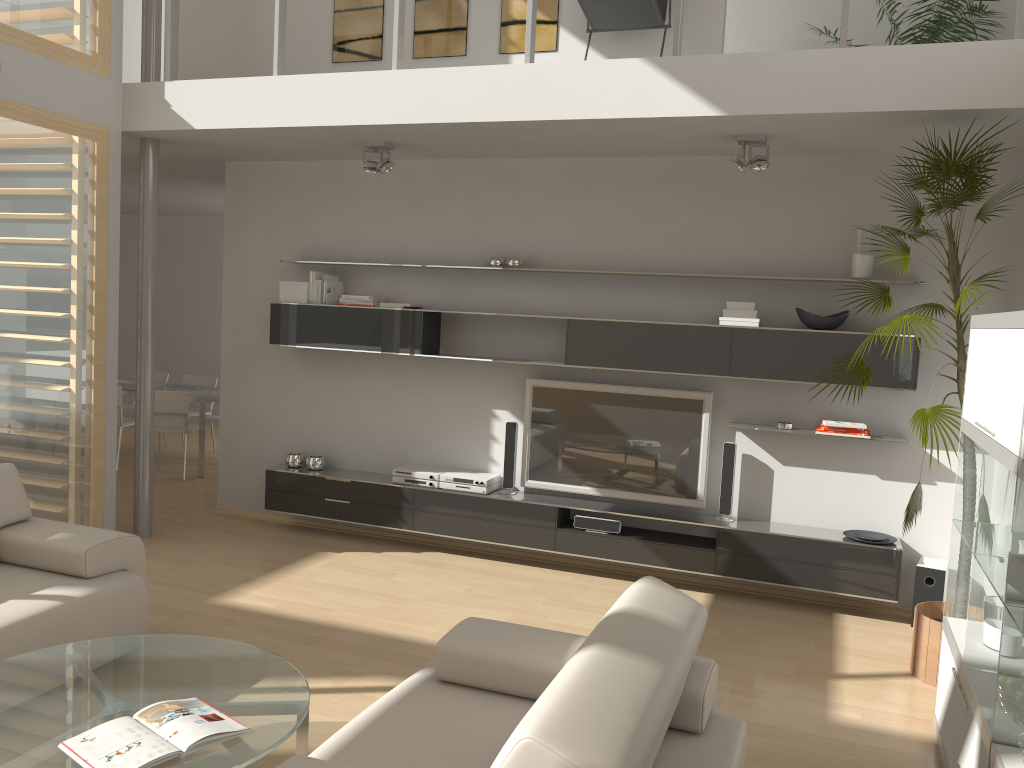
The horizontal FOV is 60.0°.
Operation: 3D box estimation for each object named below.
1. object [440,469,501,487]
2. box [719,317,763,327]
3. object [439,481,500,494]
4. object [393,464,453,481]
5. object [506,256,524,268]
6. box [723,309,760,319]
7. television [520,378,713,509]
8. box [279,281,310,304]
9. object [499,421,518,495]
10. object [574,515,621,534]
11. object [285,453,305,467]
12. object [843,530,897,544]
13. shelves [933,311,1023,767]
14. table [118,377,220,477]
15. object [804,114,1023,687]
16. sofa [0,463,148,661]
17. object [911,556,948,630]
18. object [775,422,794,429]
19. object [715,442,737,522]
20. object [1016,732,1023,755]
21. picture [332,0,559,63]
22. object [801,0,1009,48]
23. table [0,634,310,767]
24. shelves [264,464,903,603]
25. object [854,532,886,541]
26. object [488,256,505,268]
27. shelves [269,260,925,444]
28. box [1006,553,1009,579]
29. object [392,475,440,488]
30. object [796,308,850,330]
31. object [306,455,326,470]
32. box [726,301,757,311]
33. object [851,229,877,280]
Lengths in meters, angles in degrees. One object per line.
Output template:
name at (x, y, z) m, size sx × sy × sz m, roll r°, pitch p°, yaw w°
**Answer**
object at (-0.287, 0.642, 6.028) m, size 0.349 × 0.049 × 0.262 m, roll 5°, pitch 5°, yaw 20°
box at (1.385, -0.375, 5.364) m, size 0.232 × 0.047 × 0.232 m, roll 5°, pitch 5°, yaw 20°
object at (-0.288, 0.690, 6.038) m, size 0.349 × 0.049 × 0.250 m, roll 5°, pitch 5°, yaw 20°
object at (-0.621, 0.615, 6.148) m, size 0.349 × 0.049 × 0.262 m, roll 5°, pitch 5°, yaw 20°
object at (0.020, -0.803, 5.864) m, size 0.115 × 0.081 × 0.115 m, roll 3°, pitch 5°, yaw 0°
box at (1.386, -0.422, 5.362) m, size 0.200 × 0.047 × 0.200 m, roll 5°, pitch 5°, yaw 20°
television at (0.664, 0.369, 5.773) m, size 1.224 × 0.735 × 0.096 m, roll 5°, pitch 5°, yaw 20°
box at (-1.509, -0.655, 6.371) m, size 0.232 × 0.149 × 0.232 m, roll 5°, pitch 5°, yaw 20°
object at (-0.010, 0.493, 5.955) m, size 0.111 × 0.483 × 0.116 m, roll 4°, pitch 5°, yaw 16°
object at (0.550, 0.894, 5.642) m, size 0.300 × 0.092 × 0.085 m, roll 5°, pitch 5°, yaw 20°
object at (-1.599, 0.562, 6.532) m, size 0.143 × 0.091 × 0.143 m, roll -1°, pitch 6°, yaw -38°
object at (2.084, 0.896, 5.167) m, size 0.294 × 0.020 × 0.294 m, roll 0°, pitch 5°, yaw -31°
shelves at (1.598, 0.680, 2.488) m, size 0.408 × 1.756 × 2.432 m, roll 5°, pitch 5°, yaw 20°
table at (-3.713, 0.385, 8.981) m, size 2.199 × 0.746 × 0.900 m, roll 5°, pitch 5°, yaw 20°
object at (1.960, 0.154, 3.563) m, size 0.983 × 2.668 × 2.706 m, roll 3°, pitch 5°, yaw 0°
sofa at (-2.471, 0.858, 3.347) m, size 1.168 × 0.846 × 2.093 m, roll 5°, pitch 5°, yaw 20°
object at (2.382, 1.207, 5.052) m, size 0.150 × 0.374 × 0.275 m, roll 6°, pitch 5°, yaw 30°
object at (1.645, 0.251, 5.354) m, size 0.105 × 0.035 × 0.106 m, roll 0°, pitch 6°, yaw -35°
object at (1.334, 0.600, 5.479) m, size 0.111 × 0.483 × 0.116 m, roll 5°, pitch 5°, yaw 26°
object at (1.434, 1.009, 2.327) m, size 0.206 × 0.105 × 0.206 m, roll 1°, pitch 5°, yaw -25°
picture at (-0.453, -3.135, 6.006) m, size 1.684 × 1.800 × 0.010 m, roll 5°, pitch 5°, yaw 20°
object at (2.407, -2.180, 5.388) m, size 1.331 × 1.069 × 1.491 m, roll 4°, pitch 5°, yaw 17°
table at (-1.268, 1.201, 2.843) m, size 1.198 × 0.370 × 1.198 m, roll 6°, pitch 6°, yaw 37°
shelves at (0.250, 0.914, 5.848) m, size 4.236 × 0.312 × 0.300 m, roll 5°, pitch 5°, yaw 20°
object at (2.084, 0.894, 5.167) m, size 0.178 × 0.020 × 0.178 m, roll 3°, pitch 5°, yaw 3°
object at (-0.103, -0.816, 5.953) m, size 0.115 × 0.081 × 0.115 m, roll 3°, pitch 5°, yaw 0°
shelves at (0.311, -0.279, 5.751) m, size 4.236 × 0.914 × 0.300 m, roll 5°, pitch 5°, yaw 20°
box at (1.606, 0.583, 2.691) m, size 0.146 × 0.094 × 0.146 m, roll 4°, pitch 5°, yaw 10°
object at (-0.623, 0.664, 6.152) m, size 0.349 × 0.049 × 0.262 m, roll 5°, pitch 5°, yaw 20°
object at (1.818, -0.378, 5.200) m, size 0.317 × 0.125 × 0.223 m, roll 3°, pitch 5°, yaw -2°
object at (-1.432, 0.575, 6.473) m, size 0.143 × 0.091 × 0.143 m, roll -1°, pitch 6°, yaw -38°
box at (1.388, -0.469, 5.357) m, size 0.168 × 0.047 × 0.168 m, roll 5°, pitch 5°, yaw 20°
object at (2.038, -0.747, 5.143) m, size 0.129 × 0.291 × 0.129 m, roll 2°, pitch 5°, yaw -8°
